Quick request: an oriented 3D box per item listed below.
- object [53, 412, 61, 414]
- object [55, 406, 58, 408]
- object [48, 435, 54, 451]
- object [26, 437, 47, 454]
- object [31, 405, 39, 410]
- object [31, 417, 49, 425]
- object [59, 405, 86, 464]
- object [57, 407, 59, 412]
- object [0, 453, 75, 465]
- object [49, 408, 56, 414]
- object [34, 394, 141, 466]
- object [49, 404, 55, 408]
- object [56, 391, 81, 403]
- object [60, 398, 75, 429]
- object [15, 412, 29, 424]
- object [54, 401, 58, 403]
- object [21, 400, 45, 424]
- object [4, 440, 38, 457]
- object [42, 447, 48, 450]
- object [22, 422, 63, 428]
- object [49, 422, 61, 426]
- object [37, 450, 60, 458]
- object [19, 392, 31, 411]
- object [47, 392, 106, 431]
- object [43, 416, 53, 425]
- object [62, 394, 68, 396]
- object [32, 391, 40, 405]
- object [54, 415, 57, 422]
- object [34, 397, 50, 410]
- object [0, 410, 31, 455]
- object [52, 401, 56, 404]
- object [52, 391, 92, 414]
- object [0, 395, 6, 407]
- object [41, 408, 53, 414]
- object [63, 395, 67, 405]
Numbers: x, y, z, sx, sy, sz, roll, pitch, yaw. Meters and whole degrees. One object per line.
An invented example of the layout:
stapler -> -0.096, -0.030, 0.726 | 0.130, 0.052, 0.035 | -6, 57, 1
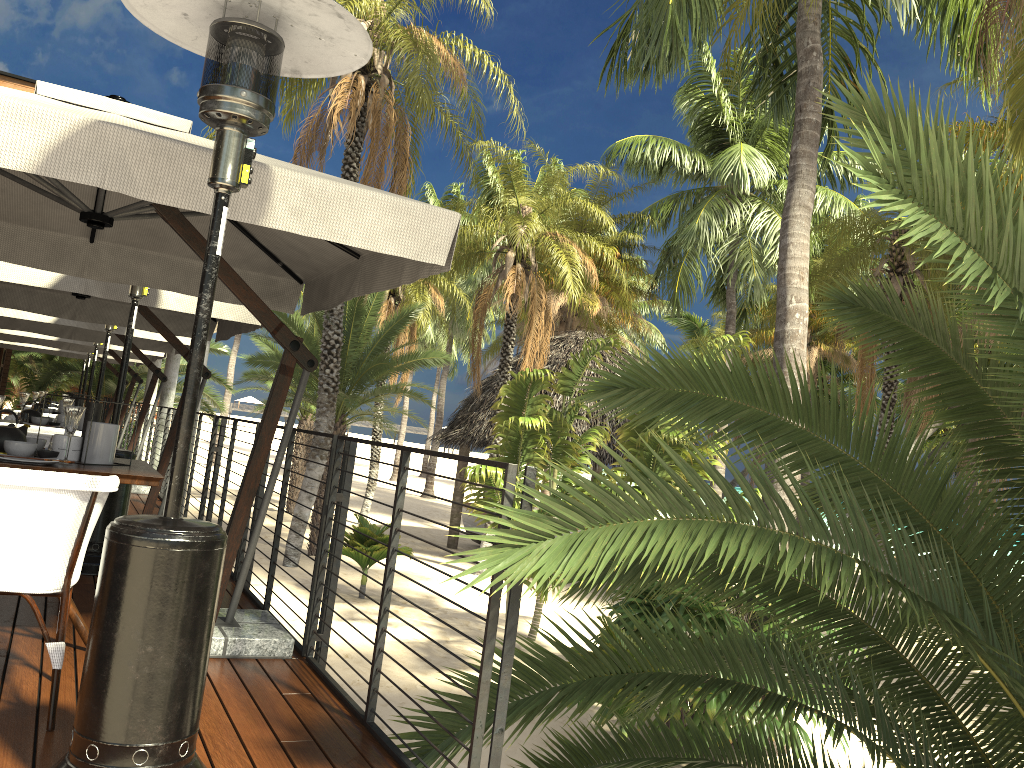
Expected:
object -> -4.901, 0.323, 9.543 | 0.080, 0.042, 0.080 | 5, -5, 25
object -> -6.426, 0.342, 12.547 | 0.080, 0.042, 0.080 | 5, -5, 25
object -> -1.973, 0.270, 3.864 | 0.086, 0.086, 0.086 | 9, -5, -22
object -> -2.062, 0.265, 3.796 | 0.116, 0.065, 0.116 | 9, -5, -22
object -> -5.076, 0.271, 9.435 | 0.086, 0.086, 0.086 | 9, -5, -22
object -> -3.457, 0.278, 6.486 | 0.116, 0.065, 0.116 | 9, -5, -22
object -> -1.738, 0.199, 3.487 | 0.082, 0.227, 0.082 | 10, -6, -26
object -> -5.046, 0.309, 9.918 | 0.086, 0.086, 0.086 | 9, -5, -22
object -> -1.803, 0.285, 3.324 | 0.294, 0.025, 0.170 | 9, -5, -26
object -> -5.135, 0.304, 9.850 | 0.116, 0.065, 0.116 | 10, -5, -28
object -> -1.785, 0.196, 3.739 | 0.263, 0.264, 0.263 | 6, -5, 18
object -> -6.512, 0.317, 12.502 | 0.116, 0.065, 0.116 | 10, -5, -28
object -> -7.929, 0.273, 15.840 | 0.263, 0.264, 0.263 | 6, -5, 18
object -> -3.282, 0.219, 6.528 | 0.082, 0.227, 0.082 | 10, -6, -26
object -> -3.546, 0.251, 6.423 | 0.086, 0.086, 0.086 | 9, -5, -22
object -> -8.205, 0.342, 15.897 | 0.116, 0.065, 0.116 | 3, -6, 45
object -> -3.598, 0.213, 6.643 | 0.167, 0.179, 0.163 | 10, -5, -28
object -> -1.914, 0.259, 3.445 | 0.116, 0.065, 0.116 | 9, -5, -22
object -> -2.177, 0.279, 3.913 | 0.294, 0.025, 0.170 | 9, -5, -26
object -> -3.346, 0.304, 6.365 | 0.294, 0.025, 0.170 | 9, -5, -26
object -> -3.371, 0.304, 6.530 | 0.080, 0.042, 0.080 | 10, -5, -35
object -> -1.828, 0.285, 3.489 | 0.080, 0.042, 0.080 | 10, -5, -35
object -> -3.761, 0.178, 6.810 | 0.082, 0.227, 0.082 | 10, -6, -26
object -> -3.329, 0.216, 6.780 | 0.263, 0.264, 0.263 | 6, -5, 18
object -> -3.605, 0.284, 6.837 | 0.116, 0.065, 0.116 | 9, -5, -22
object -> -6.336, 0.257, 12.544 | 0.082, 0.227, 0.082 | 10, -6, -26
object -> -5.290, 0.197, 9.823 | 0.082, 0.227, 0.082 | 11, -6, -37
object -> -3.516, 0.290, 6.905 | 0.086, 0.086, 0.086 | 9, -5, -22
object -> -5.131, 0.232, 9.657 | 0.163, 0.179, 0.168 | 9, -5, -25
object -> -2.054, 0.194, 3.602 | 0.167, 0.179, 0.163 | 10, -5, -28
object -> -8.057, 0.336, 15.546 | 0.116, 0.065, 0.116 | 3, -6, 45
object -> -4.859, 0.235, 9.793 | 0.263, 0.264, 0.263 | 6, -5, 18
object -> -2.217, 0.158, 3.769 | 0.082, 0.227, 0.082 | 10, -6, -26
object -> -4.987, 0.298, 9.499 | 0.116, 0.065, 0.116 | 10, -5, -28
object -> -4.811, 0.238, 9.540 | 0.082, 0.227, 0.082 | 10, -6, -26
